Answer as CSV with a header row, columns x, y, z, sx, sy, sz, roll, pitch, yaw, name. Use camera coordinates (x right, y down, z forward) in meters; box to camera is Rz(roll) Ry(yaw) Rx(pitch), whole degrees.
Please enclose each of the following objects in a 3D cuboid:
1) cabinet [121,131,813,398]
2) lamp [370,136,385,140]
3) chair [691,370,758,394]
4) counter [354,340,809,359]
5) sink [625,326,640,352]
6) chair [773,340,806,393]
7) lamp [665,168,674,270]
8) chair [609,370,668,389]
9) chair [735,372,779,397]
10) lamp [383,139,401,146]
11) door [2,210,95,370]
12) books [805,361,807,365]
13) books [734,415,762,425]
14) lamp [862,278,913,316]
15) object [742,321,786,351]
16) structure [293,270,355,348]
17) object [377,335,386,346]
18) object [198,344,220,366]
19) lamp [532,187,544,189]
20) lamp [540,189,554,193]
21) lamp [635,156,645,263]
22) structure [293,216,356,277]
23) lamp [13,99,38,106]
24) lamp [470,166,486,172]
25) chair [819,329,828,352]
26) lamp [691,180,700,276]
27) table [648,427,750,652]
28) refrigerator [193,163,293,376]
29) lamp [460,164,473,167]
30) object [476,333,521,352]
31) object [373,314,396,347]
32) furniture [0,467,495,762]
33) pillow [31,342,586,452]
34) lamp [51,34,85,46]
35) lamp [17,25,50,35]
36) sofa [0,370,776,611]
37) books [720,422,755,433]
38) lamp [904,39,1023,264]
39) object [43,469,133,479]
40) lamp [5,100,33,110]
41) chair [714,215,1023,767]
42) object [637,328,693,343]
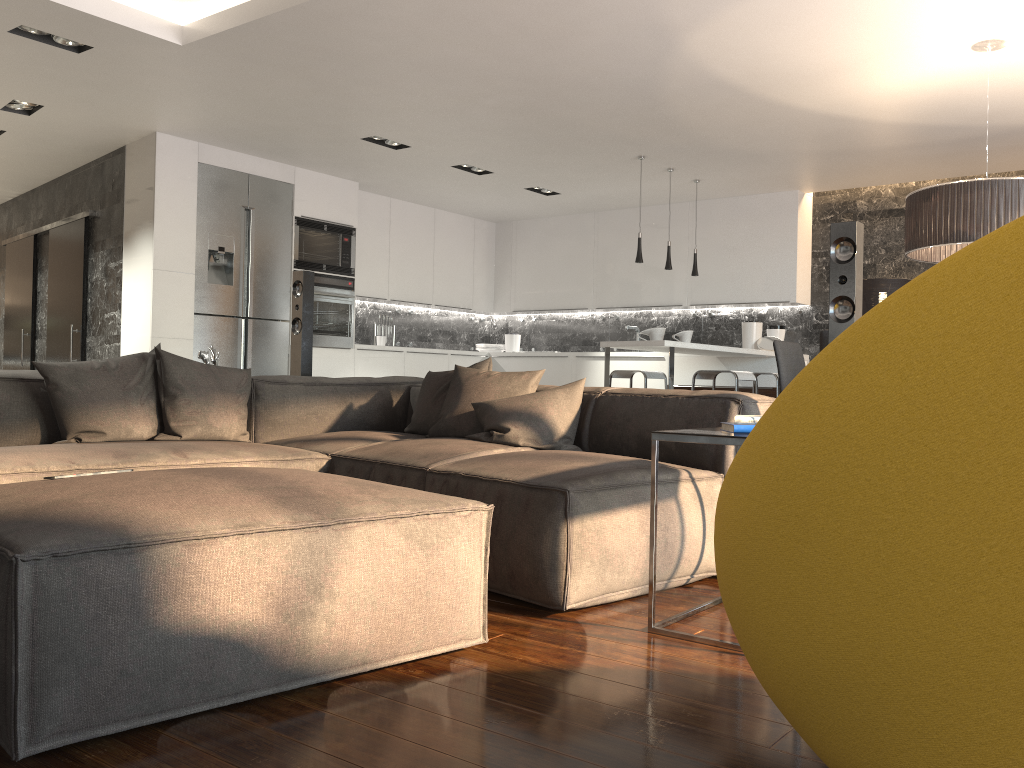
x,y,z,sx,sy,sz,roll,pitch,yaw,name
0.936,-0.561,6.820,6.563,2.501,4.682,1,0,37,cabinet
-1.026,-1.900,6.691,0.168,0.077,0.186,1,0,37,lamp
1.521,0.305,6.324,0.408,0.800,0.442,1,0,37,chair
0.397,-0.308,8.353,3.822,0.041,2.834,1,0,37,counter
1.334,-0.333,8.958,1.093,0.520,0.536,1,0,37,sink
1.821,0.235,5.052,0.542,0.964,0.450,1,0,37,chair
1.323,-1.381,7.386,0.055,0.845,0.061,1,-1,37,lamp
1.031,0.290,7.264,0.408,0.800,0.442,1,0,37,chair
1.981,0.313,6.907,0.408,0.800,0.442,1,0,37,chair
-0.909,-1.898,6.841,0.171,0.077,0.183,1,0,20,lamp
-4.513,-0.471,8.418,0.136,2.056,2.693,2,0,-44,door
2.602,-0.085,7.901,0.022,0.243,0.184,1,0,38,books
0.756,0.106,2.568,0.201,0.022,0.158,1,0,13,books
3.209,-0.417,7.627,0.567,0.933,0.618,1,0,28,lamp
2.426,-0.432,8.168,0.606,0.298,0.392,1,0,-41,object
-1.878,-0.662,8.015,0.616,0.651,0.700,1,0,37,structure
-1.309,-0.428,8.799,0.093,0.117,0.091,1,0,-4,object
-1.580,-0.064,4.609,0.281,0.287,0.288,1,0,7,object
0.236,-1.878,8.293,0.173,0.077,0.181,1,0,13,lamp
0.353,-1.876,8.442,0.175,0.077,0.179,1,0,8,lamp
1.022,-1.387,7.004,0.055,0.845,0.061,1,-1,37,lamp
-1.901,-1.228,8.046,0.581,0.450,0.695,1,0,37,structure
-3.324,-1.949,6.011,0.180,0.077,0.174,1,0,-8,lamp
-0.278,-1.887,7.643,0.171,0.077,0.183,1,0,20,lamp
1.734,0.236,4.201,0.406,0.964,0.602,1,0,38,chair
1.624,-1.376,7.768,0.055,0.845,0.061,1,-1,37,lamp
0.753,0.422,2.591,0.427,0.563,0.632,1,0,38,table
-2.407,-0.559,7.375,0.553,2.343,0.919,1,-1,38,refrigerator
-0.395,-1.889,7.494,0.168,0.077,0.186,1,0,37,lamp
-0.177,-0.466,10.118,0.375,0.234,0.521,1,0,-44,object
-1.295,-0.537,8.942,0.057,0.336,0.307,1,0,42,object
-0.786,0.445,2.234,1.154,0.440,1.037,1,0,-43,furniture
-0.733,0.057,3.888,2.113,0.431,1.050,1,0,-2,pillow
-2.455,-1.925,4.883,0.177,0.077,0.177,1,0,2,lamp
-2.573,-1.927,4.734,0.167,0.077,0.186,1,0,43,lamp
-0.785,0.311,3.229,2.885,0.704,2.350,1,0,-43,sofa
0.740,0.129,2.567,0.234,0.023,0.161,1,0,-4,books
2.479,-1.228,4.590,0.844,1.103,0.764,1,0,-29,lamp
-1.110,0.237,2.312,0.048,0.015,0.219,1,0,38,object
-3.442,-1.952,6.133,0.180,0.077,0.174,1,0,-7,lamp
1.051,0.213,1.248,1.514,1.005,1.140,1,0,3,chair
1.192,-0.371,6.815,0.415,0.133,0.198,1,0,37,object
